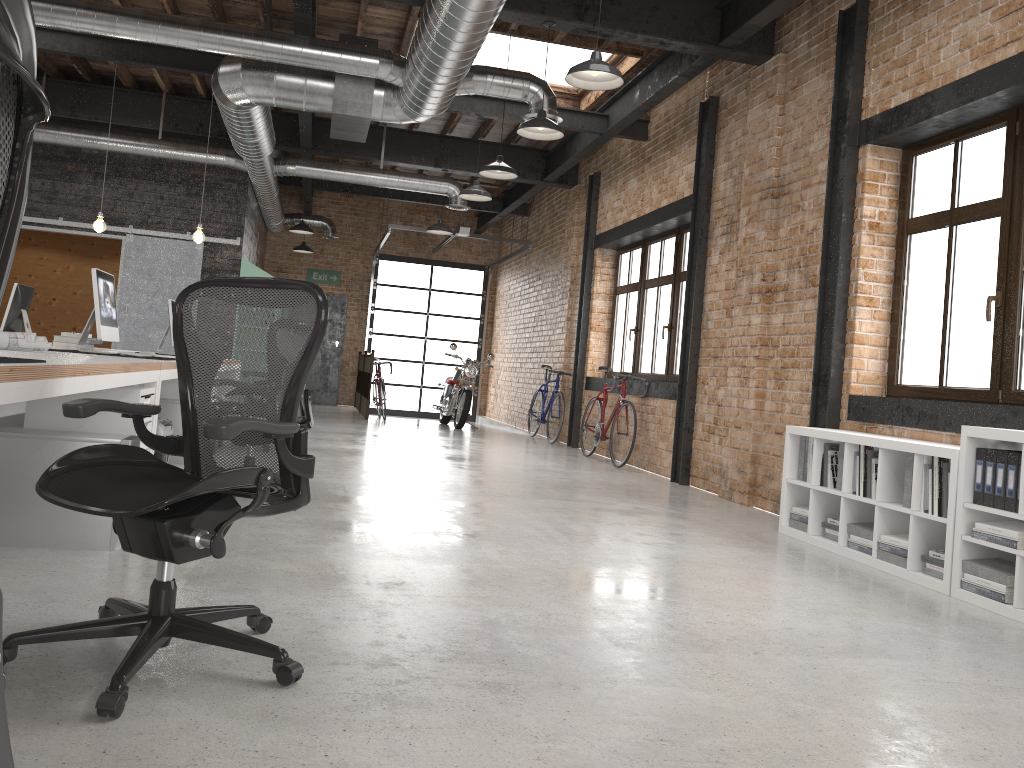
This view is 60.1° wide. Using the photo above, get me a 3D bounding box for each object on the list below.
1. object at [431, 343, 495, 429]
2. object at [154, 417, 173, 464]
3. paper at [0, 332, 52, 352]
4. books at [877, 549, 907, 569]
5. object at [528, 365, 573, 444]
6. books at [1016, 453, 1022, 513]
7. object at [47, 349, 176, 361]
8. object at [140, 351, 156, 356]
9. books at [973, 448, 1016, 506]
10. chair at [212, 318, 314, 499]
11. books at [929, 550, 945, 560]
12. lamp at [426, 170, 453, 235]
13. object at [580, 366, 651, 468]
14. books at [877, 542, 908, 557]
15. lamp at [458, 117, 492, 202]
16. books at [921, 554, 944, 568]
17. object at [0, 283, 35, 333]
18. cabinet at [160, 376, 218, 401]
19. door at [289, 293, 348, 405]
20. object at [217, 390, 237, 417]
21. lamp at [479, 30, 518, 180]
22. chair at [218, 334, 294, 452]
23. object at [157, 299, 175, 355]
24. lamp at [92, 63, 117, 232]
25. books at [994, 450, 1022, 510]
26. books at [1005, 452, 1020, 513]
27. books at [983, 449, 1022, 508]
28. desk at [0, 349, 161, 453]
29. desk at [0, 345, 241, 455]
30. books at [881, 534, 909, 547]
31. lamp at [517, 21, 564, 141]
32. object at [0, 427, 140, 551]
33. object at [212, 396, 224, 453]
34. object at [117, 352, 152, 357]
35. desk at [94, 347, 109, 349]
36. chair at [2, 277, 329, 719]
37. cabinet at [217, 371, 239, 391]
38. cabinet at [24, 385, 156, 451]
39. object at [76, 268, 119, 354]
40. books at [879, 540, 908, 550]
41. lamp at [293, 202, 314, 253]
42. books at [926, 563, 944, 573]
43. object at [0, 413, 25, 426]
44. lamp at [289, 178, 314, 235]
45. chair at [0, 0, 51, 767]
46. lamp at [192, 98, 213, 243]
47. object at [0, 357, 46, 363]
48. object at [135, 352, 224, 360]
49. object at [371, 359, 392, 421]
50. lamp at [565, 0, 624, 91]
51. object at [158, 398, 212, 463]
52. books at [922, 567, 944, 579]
[{"bbox_3d":[-0.834,0.037,14.372,0.812,1.362,2.178,6,-1,-25],"label":"object"},{"bbox_3d":[-1.932,0.412,4.638,0.250,0.466,0.338,5,-1,-13],"label":"object"},{"bbox_3d":[-2.871,-0.242,4.185,1.077,0.106,0.973,5,1,42],"label":"paper"},{"bbox_3d":[2.074,0.908,4.607,0.217,0.072,0.289,5,0,-13],"label":"books"},{"bbox_3d":[0.468,0.253,12.154,0.401,1.041,1.738,6,0,-18],"label":"object"},{"bbox_3d":[2.326,0.443,3.865,0.231,0.262,0.062,5,-2,-13],"label":"books"},{"bbox_3d":[-2.362,-0.174,5.298,0.686,0.008,0.848,5,1,-13],"label":"object"},{"bbox_3d":[-2.311,-0.192,5.607,0.106,0.028,0.059,5,0,-14],"label":"object"},{"bbox_3d":[2.269,0.436,4.116,0.231,0.262,0.062,5,-2,-13],"label":"books"},{"bbox_3d":[-1.575,0.124,5.412,0.792,1.088,0.769,5,-1,-4],"label":"chair"},{"bbox_3d":[2.186,0.838,4.290,0.198,0.055,0.240,5,0,-12],"label":"books"},{"bbox_3d":[-0.948,-2.486,12.068,0.361,0.858,0.362,6,-2,-35],"label":"lamp"},{"bbox_3d":[1.037,0.327,9.635,0.401,1.041,1.738,6,0,-18],"label":"object"},{"bbox_3d":[2.074,0.856,4.600,0.206,0.067,0.275,5,0,-13],"label":"books"},{"bbox_3d":[-0.356,-2.409,9.448,0.362,0.858,0.361,5,-2,5],"label":"lamp"},{"bbox_3d":[2.183,0.871,4.313,0.222,0.055,0.282,5,0,-12],"label":"books"},{"bbox_3d":[-4.160,-0.597,7.503,0.189,0.486,0.483,5,-1,-13],"label":"object"},{"bbox_3d":[-2.593,0.241,6.943,0.459,0.649,0.387,5,-2,-13],"label":"cabinet"},{"bbox_3d":[-3.711,-0.682,16.794,0.997,2.103,0.218,5,-2,-13],"label":"door"},{"bbox_3d":[-2.999,0.287,8.707,0.540,0.456,0.221,5,-2,-13],"label":"object"},{"bbox_3d":[-0.069,-2.627,8.283,0.362,1.365,0.361,5,-2,-5],"label":"lamp"},{"bbox_3d":[-2.306,0.035,8.100,0.790,1.088,0.771,6,-2,-34],"label":"chair"},{"bbox_3d":[-3.058,-0.507,7.971,0.189,0.486,0.483,5,-1,-13],"label":"object"},{"bbox_3d":[-3.945,-2.311,8.645,0.123,1.681,0.123,6,-2,-15],"label":"lamp"},{"bbox_3d":[2.297,0.439,3.991,0.231,0.262,0.062,5,-2,-13],"label":"books"},{"bbox_3d":[2.311,0.441,3.928,0.231,0.262,0.062,5,-2,-13],"label":"books"},{"bbox_3d":[2.283,0.437,4.054,0.231,0.262,0.062,5,-2,-13],"label":"books"},{"bbox_3d":[-2.328,0.255,1.623,2.310,0.771,5.110,5,1,-13],"label":"desk"},{"bbox_3d":[-3.457,0.109,6.615,2.310,0.771,5.110,5,1,-13],"label":"desk"},{"bbox_3d":[2.083,0.812,4.591,0.214,0.052,0.252,5,0,-13],"label":"books"},{"bbox_3d":[0.252,-2.330,6.760,0.362,0.858,0.361,5,-2,10],"label":"lamp"},{"bbox_3d":[-1.863,0.434,3.682,0.540,0.456,0.221,5,-2,-13],"label":"object"},{"bbox_3d":[-2.547,0.332,7.359,0.250,0.466,0.338,5,-1,-13],"label":"object"},{"bbox_3d":[-2.246,-0.177,5.286,0.118,0.017,0.439,5,1,-13],"label":"object"},{"bbox_3d":[-6.306,-0.183,13.339,1.997,0.733,0.998,5,0,-12],"label":"desk"},{"bbox_3d":[-0.882,0.213,2.414,0.771,1.088,0.790,5,-1,11],"label":"chair"},{"bbox_3d":[-3.065,0.180,9.032,0.459,0.649,0.387,5,-2,-13],"label":"cabinet"},{"bbox_3d":[-1.939,0.326,4.053,0.459,0.649,0.387,5,-2,-13],"label":"cabinet"},{"bbox_3d":[-2.448,-0.428,5.272,0.189,0.486,0.483,5,-1,-13],"label":"object"},{"bbox_3d":[2.081,0.831,4.595,0.218,0.039,0.260,5,1,-13],"label":"books"},{"bbox_3d":[-3.615,-2.991,15.595,0.361,1.341,0.362,6,-3,-35],"label":"lamp"},{"bbox_3d":[2.159,0.897,4.295,0.163,0.047,0.239,5,0,-12],"label":"books"},{"bbox_3d":[-4.754,0.140,8.268,0.543,0.456,0.221,5,-2,-13],"label":"object"},{"bbox_3d":[-3.071,-2.921,13.187,0.361,1.341,0.362,6,-3,-35],"label":"lamp"},{"bbox_3d":[-0.580,0.259,0.378,0.790,1.088,0.771,6,-2,-29],"label":"chair"},{"bbox_3d":[-3.051,-2.236,8.845,0.123,1.681,0.123,6,-2,-15],"label":"lamp"},{"bbox_3d":[-1.676,-0.085,2.262,0.686,0.008,0.848,5,1,-12],"label":"object"},{"bbox_3d":[-2.972,-0.253,7.996,0.686,0.008,0.848,5,1,-14],"label":"object"},{"bbox_3d":[-2.245,0.089,14.970,0.409,1.035,1.733,5,0,-6],"label":"object"},{"bbox_3d":[0.565,-2.545,5.481,0.361,1.365,0.362,7,-3,-40],"label":"lamp"},{"bbox_3d":[-2.527,0.348,6.618,0.540,0.456,0.221,5,-2,-13],"label":"object"},{"bbox_3d":[2.161,0.927,4.308,0.184,0.050,0.261,5,0,-12],"label":"books"}]
